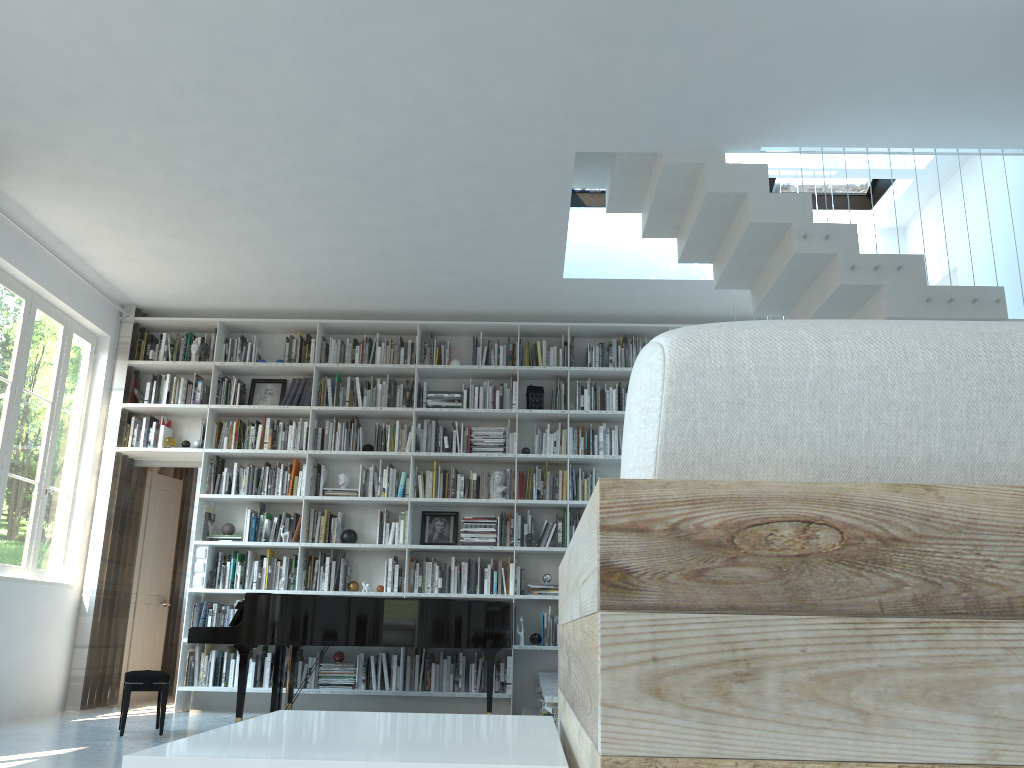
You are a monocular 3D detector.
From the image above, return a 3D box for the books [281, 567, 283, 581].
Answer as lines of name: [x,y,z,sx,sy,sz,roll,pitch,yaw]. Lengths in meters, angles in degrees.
books: [-1.812,1.531,7.077,0.010,0.245,0.160,1,-15,1]

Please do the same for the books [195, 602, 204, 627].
books: [-2.451,1.859,6.974,0.011,0.276,0.190,1,-16,1]

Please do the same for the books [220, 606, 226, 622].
books: [-2.271,1.886,7.003,0.022,0.247,0.134,1,-15,1]

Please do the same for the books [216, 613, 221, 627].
books: [-2.295,1.908,6.994,0.025,0.199,0.137,1,-16,1]

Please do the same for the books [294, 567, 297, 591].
books: [-1.706,1.565,7.081,0.023,0.186,0.130,1,-16,1]

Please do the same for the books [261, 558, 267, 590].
books: [-1.953,1.523,7.075,0.026,0.253,0.177,1,-16,1]

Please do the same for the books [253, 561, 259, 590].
books: [-2.022,1.534,7.073,0.027,0.229,0.159,1,-16,1]

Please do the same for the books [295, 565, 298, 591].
books: [-1.690,1.532,7.063,0.010,0.239,0.175,1,-16,1]

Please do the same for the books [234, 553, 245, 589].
books: [-2.171,1.500,7.069,0.007,0.285,0.183,1,-15,1]

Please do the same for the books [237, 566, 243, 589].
books: [-2.145,1.548,7.057,0.016,0.188,0.184,1,-16,1]

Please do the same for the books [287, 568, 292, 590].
books: [-1.753,1.563,7.069,0.041,0.181,0.142,1,-16,1]

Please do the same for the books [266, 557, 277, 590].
books: [-1.907,1.518,7.064,0.028,0.260,0.181,1,-16,1]

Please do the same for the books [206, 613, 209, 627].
books: [-2.372,1.906,6.990,0.024,0.197,0.148,1,-16,1]

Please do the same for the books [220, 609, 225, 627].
books: [-2.247,1.889,6.967,0.028,0.222,0.189,1,-16,1]

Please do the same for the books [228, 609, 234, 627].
books: [-2.197,1.890,6.977,0.028,0.228,0.158,1,-16,1]

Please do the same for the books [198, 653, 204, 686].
books: [-2.391,2.218,6.901,0.024,0.246,0.143,1,-15,1]

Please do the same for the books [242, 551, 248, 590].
books: [-2.102,1.495,7.071,0.019,0.299,0.180,1,-15,1]

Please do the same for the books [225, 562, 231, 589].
books: [-2.237,1.535,7.068,0.015,0.216,0.180,1,-16,1]

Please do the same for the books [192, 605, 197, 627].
books: [-2.491,1.878,7.000,0.012,0.253,0.161,1,-15,1]

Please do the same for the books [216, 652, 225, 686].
books: [-2.256,2.218,6.903,0.022,0.251,0.140,1,-15,1]

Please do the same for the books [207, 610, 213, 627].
books: [-2.349,1.889,6.971,0.022,0.220,0.188,1,-16,1]

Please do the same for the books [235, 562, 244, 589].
books: [-2.161,1.534,7.065,0.015,0.218,0.190,1,-16,1]

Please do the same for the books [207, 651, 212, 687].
books: [-2.318,2.206,6.881,0.013,0.261,0.174,1,-16,1]

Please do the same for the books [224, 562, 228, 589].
books: [-2.251,1.537,7.081,0.015,0.217,0.177,1,-16,1]

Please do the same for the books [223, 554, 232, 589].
books: [-2.262,1.506,7.083,0.008,0.279,0.165,1,-15,1]

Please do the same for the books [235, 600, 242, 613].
books: [-2.155,1.860,6.997,0.027,0.298,0.142,1,-15,1]

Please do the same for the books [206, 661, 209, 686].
books: [-2.336,2.247,6.890,0.022,0.185,0.146,1,-16,1]

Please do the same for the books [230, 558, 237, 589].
books: [-2.205,1.520,7.064,0.009,0.244,0.185,1,-16,1]

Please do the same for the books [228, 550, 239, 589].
books: [-2.225,1.490,7.089,0.006,0.314,0.146,1,-15,1]

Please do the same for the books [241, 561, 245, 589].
books: [-2.128,1.538,7.095,0.016,0.230,0.136,1,-15,1]

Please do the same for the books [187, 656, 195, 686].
books: [-2.481,2.233,6.903,0.023,0.215,0.159,1,-16,1]

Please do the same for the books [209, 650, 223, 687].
books: [-2.300,2.206,6.887,0.023,0.265,0.177,1,-16,1]

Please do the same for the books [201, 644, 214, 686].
books: [-2.373,2.183,6.907,0.011,0.317,0.158,1,-15,1]

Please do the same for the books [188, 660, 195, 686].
books: [-2.456,2.238,6.873,0.029,0.190,0.177,1,-16,1]

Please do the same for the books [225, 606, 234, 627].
books: [-2.215,1.875,6.968,0.010,0.252,0.178,1,-16,1]

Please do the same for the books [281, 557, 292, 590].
books: [-1.796,1.517,7.063,0.021,0.264,0.186,1,-16,1]

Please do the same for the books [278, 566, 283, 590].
books: [-1.829,1.557,7.075,0.023,0.193,0.140,1,-16,1]

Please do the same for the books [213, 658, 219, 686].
books: [-2.278,2.240,6.894,0.022,0.205,0.159,1,-16,1]

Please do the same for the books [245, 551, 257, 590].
books: [-2.086,1.496,7.083,0.012,0.305,0.190,1,-15,1]

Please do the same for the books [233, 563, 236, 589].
books: [-2.192,1.545,7.090,0.016,0.210,0.146,1,-16,1]

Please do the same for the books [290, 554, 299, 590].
books: [-1.725,1.508,7.063,0.014,0.285,0.180,1,-15,1]

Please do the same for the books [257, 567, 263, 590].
books: [-1.981,1.555,7.056,0.029,0.181,0.190,1,-16,1]

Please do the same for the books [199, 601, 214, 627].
books: [-2.420,1.858,6.982,0.052,0.282,0.173,1,-15,1]

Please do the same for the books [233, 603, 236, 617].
books: [-2.175,1.874,7.001,0.013,0.273,0.146,1,-15,1]

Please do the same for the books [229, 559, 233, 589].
books: [-2.216,1.524,7.078,0.014,0.242,0.171,1,-16,1]

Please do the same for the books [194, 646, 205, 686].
books: [-2.425,2.193,6.901,0.044,0.293,0.182,1,-15,1]

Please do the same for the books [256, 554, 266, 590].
books: [-2.002,1.509,7.078,0.014,0.281,0.150,1,-15,1]

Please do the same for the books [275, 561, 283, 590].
books: [-1.853,1.539,7.078,0.025,0.228,0.153,1,-16,1]

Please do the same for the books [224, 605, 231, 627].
books: [-2.227,1.874,6.973,0.013,0.256,0.190,1,-16,1]

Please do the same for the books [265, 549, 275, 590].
books: [-1.931,1.490,7.081,0.021,0.322,0.172,1,-15,1]

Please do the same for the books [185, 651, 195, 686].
books: [-2.498,2.214,6.908,0.012,0.253,0.161,1,-15,1]

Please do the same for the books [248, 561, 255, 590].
books: [-2.058,1.538,7.090,0.045,0.229,0.138,1,-15,1]

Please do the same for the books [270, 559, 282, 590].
books: [-1.879,1.525,7.067,0.028,0.248,0.159,1,-15,1]

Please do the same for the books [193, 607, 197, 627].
books: [-2.471,1.881,6.984,0.029,0.238,0.155,1,-15,1]

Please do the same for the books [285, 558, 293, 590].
books: [-1.779,1.525,7.080,0.013,0.259,0.143,1,-15,1]

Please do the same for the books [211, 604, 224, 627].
books: [-2.322,1.870,6.982,0.029,0.265,0.172,1,-15,1]

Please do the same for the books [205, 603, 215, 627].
books: [-2.388,1.869,6.999,0.010,0.273,0.150,1,-15,1]

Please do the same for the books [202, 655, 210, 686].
books: [-2.357,2.226,6.889,0.022,0.225,0.155,1,-16,1]
